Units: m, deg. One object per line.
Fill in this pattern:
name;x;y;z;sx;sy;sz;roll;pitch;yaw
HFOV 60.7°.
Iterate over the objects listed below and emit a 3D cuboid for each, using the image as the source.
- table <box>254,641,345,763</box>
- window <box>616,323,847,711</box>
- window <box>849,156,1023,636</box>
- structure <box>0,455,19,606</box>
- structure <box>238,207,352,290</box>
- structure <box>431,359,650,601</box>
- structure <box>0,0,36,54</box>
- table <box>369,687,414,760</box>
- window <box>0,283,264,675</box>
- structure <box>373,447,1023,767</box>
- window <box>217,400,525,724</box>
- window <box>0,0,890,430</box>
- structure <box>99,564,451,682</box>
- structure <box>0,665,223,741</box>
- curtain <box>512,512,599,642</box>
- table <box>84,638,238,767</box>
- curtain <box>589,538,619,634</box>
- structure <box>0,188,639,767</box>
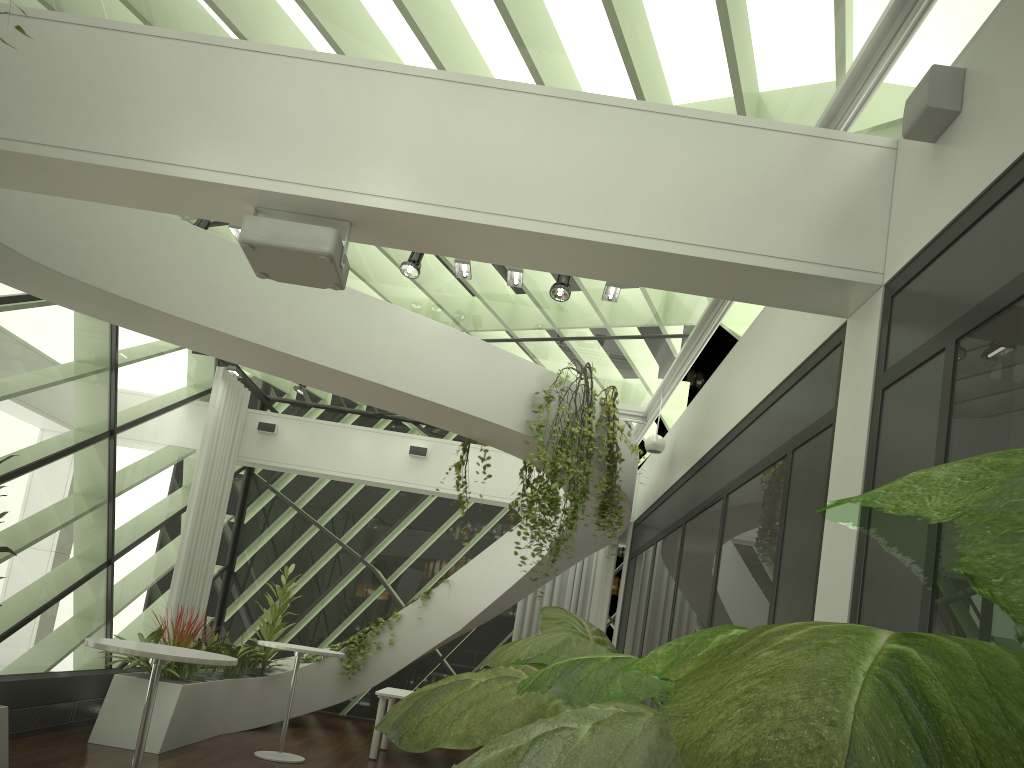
table;-2.183;3.154;8.668;0.854;1.070;0.883;1;-14;36
window;1.381;2.303;7.597;0.050;3.154;7.412;9;-15;2
window;1.450;0.080;0.140;0.050;3.154;7.321;9;-15;2
structure;-3.140;0.713;3.412;0.854;1.556;3.432;9;-15;2
structure;-0.998;-0.645;4.094;0.462;0.269;0.400;9;-14;1
structure;0.224;0.826;7.602;1.669;2.023;1.447;17;-13;-33
structure;-2.023;-1.213;2.236;1.476;2.255;4.669;16;-16;-34
table;-0.802;3.943;9.925;1.499;0.701;1.101;9;-14;1
window;-4.119;-0.052;4.990;0.084;4.513;17.291;9;-16;2
structure;0.273;1.910;4.569;1.781;1.670;9.186;9;-16;2
window;-1.374;2.853;13.211;5.735;4.537;0.039;9;-8;1
window;-0.963;-1.807;5.269;5.684;0.054;17.258;9;-16;2
structure;-2.885;2.667;10.140;2.027;1.629;4.930;1;-18;32
structure;-4.291;2.142;5.405;0.258;0.490;15.622;9;-16;2
curtain;0.701;3.277;12.931;1.231;3.993;0.163;9;-8;0
table;-2.151;2.096;5.118;0.854;1.070;0.883;1;-14;36
curtain;1.226;3.121;12.130;0.160;3.993;1.023;9;-8;1
structure;-1.461;-0.390;0.248;5.902;4.111;25.193;7;-16;7
